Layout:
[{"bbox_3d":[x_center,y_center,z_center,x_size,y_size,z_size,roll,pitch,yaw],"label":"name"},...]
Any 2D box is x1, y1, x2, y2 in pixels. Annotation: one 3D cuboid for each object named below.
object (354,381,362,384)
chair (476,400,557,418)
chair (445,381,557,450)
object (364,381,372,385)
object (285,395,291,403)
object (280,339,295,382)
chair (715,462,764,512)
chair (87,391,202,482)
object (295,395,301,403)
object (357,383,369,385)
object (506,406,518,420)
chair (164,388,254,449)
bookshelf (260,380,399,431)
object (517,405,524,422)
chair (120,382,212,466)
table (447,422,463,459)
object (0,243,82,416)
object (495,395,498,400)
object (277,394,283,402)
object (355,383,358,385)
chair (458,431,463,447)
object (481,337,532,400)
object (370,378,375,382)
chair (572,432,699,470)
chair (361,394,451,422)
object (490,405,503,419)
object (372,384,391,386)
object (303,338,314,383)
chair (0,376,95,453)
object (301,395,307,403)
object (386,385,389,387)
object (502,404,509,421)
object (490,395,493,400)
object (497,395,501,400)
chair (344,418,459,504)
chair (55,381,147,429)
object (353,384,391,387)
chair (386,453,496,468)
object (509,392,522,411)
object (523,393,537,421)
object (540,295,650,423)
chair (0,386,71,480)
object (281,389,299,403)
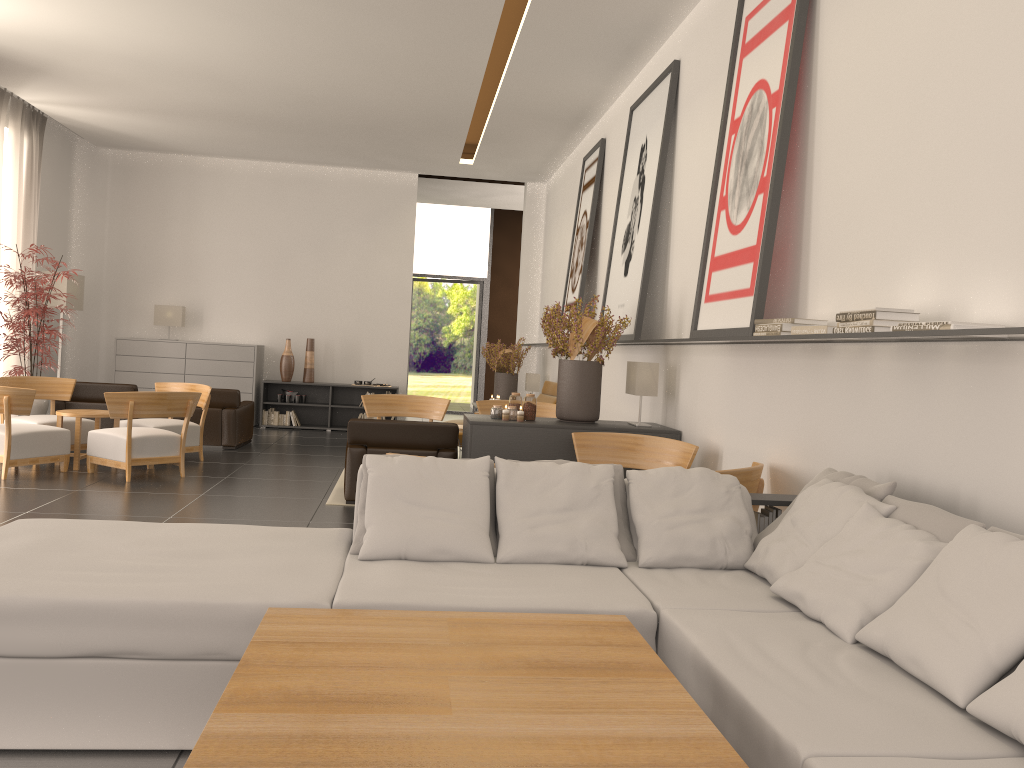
[{"bbox_3d":[-3.621,-0.033,20.900,0.188,0.082,0.188,5,2,44],"label":"object"},{"bbox_3d":[0.131,0.907,14.317,1.451,1.226,1.151,3,1,-7],"label":"chair"},{"bbox_3d":[-0.253,0.646,17.759,2.420,1.485,1.300,3,1,-17],"label":"chair"},{"bbox_3d":[-3.398,-0.021,20.922,0.188,0.082,0.188,3,2,7],"label":"object"},{"bbox_3d":[-5.132,0.343,20.329,0.135,0.179,0.136,3,1,-6],"label":"object"},{"bbox_3d":[-5.155,-0.545,20.357,0.327,0.992,0.327,4,1,17],"label":"object"},{"bbox_3d":[1.396,1.228,7.304,1.151,1.226,1.451,4,2,38],"label":"chair"},{"bbox_3d":[-5.217,0.678,12.500,1.151,1.226,1.451,4,2,38],"label":"chair"},{"bbox_3d":[-4.929,0.353,20.381,0.136,0.179,0.135,2,2,-36],"label":"object"},{"bbox_3d":[-3.460,-0.004,20.663,0.292,0.058,0.086,3,2,-20],"label":"object"},{"bbox_3d":[-0.003,0.339,10.287,0.157,0.158,0.158,2,2,-34],"label":"object"},{"bbox_3d":[-5.695,0.582,16.477,1.537,1.075,1.500,3,2,-7],"label":"chair"},{"bbox_3d":[-4.215,0.532,20.656,3.080,1.079,0.740,3,1,-7],"label":"bookshelf"},{"bbox_3d":[0.098,0.336,10.115,0.080,0.187,0.080,3,1,3],"label":"object"},{"bbox_3d":[-5.553,0.602,14.173,1.453,1.226,1.150,4,2,33],"label":"chair"},{"bbox_3d":[-0.678,1.059,13.216,0.797,0.903,0.797,4,1,16],"label":"table"},{"bbox_3d":[-8.112,-0.647,14.845,1.489,3.397,1.772,3,1,-22],"label":"object"},{"bbox_3d":[-0.320,0.364,19.396,0.104,0.254,0.104,4,1,43],"label":"object"},{"bbox_3d":[-5.339,0.330,20.379,0.135,0.179,0.136,3,1,-6],"label":"object"},{"bbox_3d":[-3.634,-0.005,20.687,0.112,0.040,0.034,5,2,38],"label":"object"},{"bbox_3d":[-0.035,0.721,15.916,2.421,1.485,1.300,3,1,3],"label":"chair"},{"bbox_3d":[-0.178,-0.296,19.883,0.928,1.553,1.586,4,1,22],"label":"object"},{"bbox_3d":[-3.351,-0.071,20.958,0.261,0.152,0.086,2,2,-39],"label":"object"},{"bbox_3d":[1.061,1.152,8.977,1.453,1.226,1.150,4,2,33],"label":"chair"},{"bbox_3d":[-1.713,0.811,14.097,1.451,1.226,1.151,3,1,-7],"label":"chair"},{"bbox_3d":[-0.174,0.327,10.379,0.157,0.158,0.158,2,2,-34],"label":"object"},{"bbox_3d":[-3.060,0.026,20.804,0.405,0.034,0.293,5,3,41],"label":"object"},{"bbox_3d":[-4.710,-0.546,20.632,0.262,1.025,0.262,3,1,-3],"label":"object"},{"bbox_3d":[-7.223,0.524,13.705,1.151,1.226,1.452,4,2,28],"label":"chair"},{"bbox_3d":[-4.845,0.350,20.599,0.135,0.179,0.136,3,1,-1],"label":"object"},{"bbox_3d":[-2.898,0.039,20.595,0.112,0.040,0.034,3,1,-18],"label":"object"},{"bbox_3d":[-0.071,0.324,10.172,0.076,0.187,0.076,3,1,10],"label":"object"},{"bbox_3d":[-0.439,0.358,19.355,0.108,0.254,0.108,2,1,-42],"label":"object"},{"bbox_3d":[-0.288,0.370,19.275,0.104,0.254,0.104,4,1,43],"label":"object"},{"bbox_3d":[-1.460,0.981,11.775,1.537,1.075,1.500,3,2,-7],"label":"chair"},{"bbox_3d":[-7.467,0.490,16.266,1.537,1.075,1.500,3,2,-7],"label":"chair"},{"bbox_3d":[-3.277,0.035,20.745,0.893,0.003,0.671,3,2,-4],"label":"object"},{"bbox_3d":[-0.224,1.151,6.894,1.452,1.226,1.151,4,1,18],"label":"chair"},{"bbox_3d":[0.040,0.251,10.485,0.157,0.325,0.158,3,1,-15],"label":"object"},{"bbox_3d":[0.210,0.264,10.393,0.158,0.325,0.157,4,1,30],"label":"object"},{"bbox_3d":[1.029,-0.311,10.594,1.422,1.553,1.437,3,1,6],"label":"object"},{"bbox_3d":[-6.837,0.601,12.090,1.452,1.226,1.151,4,1,18],"label":"chair"},{"bbox_3d":[-5.146,0.270,20.537,0.413,0.309,0.142,3,1,8],"label":"object"}]
